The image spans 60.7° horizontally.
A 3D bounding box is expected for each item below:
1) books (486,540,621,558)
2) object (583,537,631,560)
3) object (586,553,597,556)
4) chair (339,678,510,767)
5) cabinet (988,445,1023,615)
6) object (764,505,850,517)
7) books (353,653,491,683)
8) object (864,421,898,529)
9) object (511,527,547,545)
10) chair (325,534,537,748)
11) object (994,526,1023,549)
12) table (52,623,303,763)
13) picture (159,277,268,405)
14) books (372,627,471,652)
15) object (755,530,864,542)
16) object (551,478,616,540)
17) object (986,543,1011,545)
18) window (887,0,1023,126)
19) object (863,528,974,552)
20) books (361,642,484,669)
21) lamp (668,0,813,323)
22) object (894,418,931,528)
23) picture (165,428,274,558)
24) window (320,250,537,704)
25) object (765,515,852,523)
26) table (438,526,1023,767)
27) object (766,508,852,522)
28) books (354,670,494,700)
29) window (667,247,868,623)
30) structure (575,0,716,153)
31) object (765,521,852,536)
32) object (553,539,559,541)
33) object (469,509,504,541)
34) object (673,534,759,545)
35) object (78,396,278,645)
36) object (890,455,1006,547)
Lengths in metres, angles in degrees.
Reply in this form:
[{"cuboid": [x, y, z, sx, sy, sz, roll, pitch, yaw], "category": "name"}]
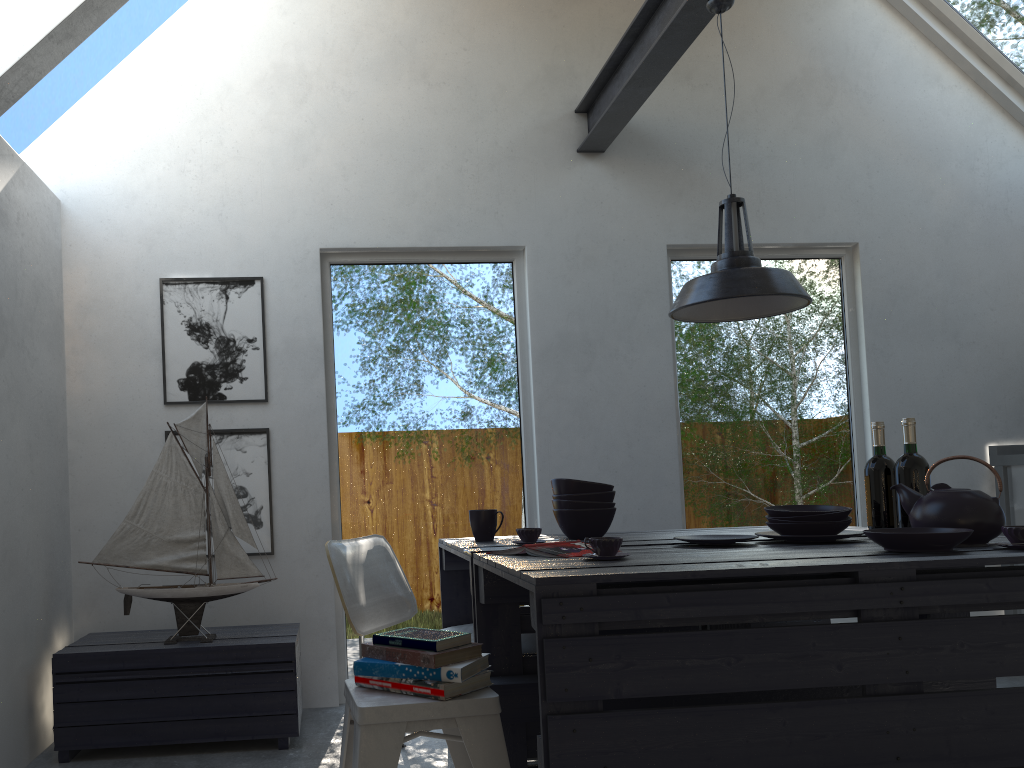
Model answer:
[{"cuboid": [0.112, 0.455, 2.431, 0.210, 0.030, 0.325, 4, -9, -41], "category": "books"}, {"cuboid": [0.233, 0.405, 2.163, 0.116, 0.056, 0.117, -2, -6, -1], "category": "object"}, {"cuboid": [0.209, 0.427, 2.199, 0.029, 0.013, 0.128, -4, -7, 15], "category": "object"}, {"cuboid": [-0.218, 0.994, 2.135, 0.427, 0.502, 0.433, -1, -4, -14], "category": "chair"}, {"cuboid": [2.954, 0.482, 2.927, 0.558, 1.470, 2.918, -2, -6, -12], "category": "cabinet"}, {"cuboid": [0.857, 0.383, 2.543, 0.226, 0.058, 0.234, -1, -7, -9], "category": "object"}, {"cuboid": [-0.219, 0.690, 2.155, 0.299, 0.033, 0.189, -5, -7, 23], "category": "books"}, {"cuboid": [1.120, 0.286, 2.652, 0.096, 0.343, 0.086, -4, -3, 30], "category": "object"}, {"cuboid": [0.055, 0.485, 2.792, 0.112, 0.056, 0.121, 0, -6, -21], "category": "object"}, {"cuboid": [-0.221, 0.934, 3.014, 0.810, 0.816, 0.666, -4, -4, 22], "category": "chair"}, {"cuboid": [1.198, 0.358, 2.050, 0.113, 0.056, 0.120, 0, -6, -16], "category": "object"}, {"cuboid": [-1.334, 1.246, 3.596, 0.915, 0.413, 0.534, -1, -5, -7], "category": "table"}, {"cuboid": [-1.374, -0.200, 4.035, 0.466, 0.581, 0.026, -2, -2, -5], "category": "picture"}, {"cuboid": [-0.222, 0.629, 2.159, 0.218, 0.025, 0.135, -7, -8, 38], "category": "books"}, {"cuboid": [0.862, 0.442, 2.534, 0.310, 0.024, 0.283, -5, -7, 23], "category": "object"}, {"cuboid": [0.250, 0.432, 3.038, 0.211, 0.213, 0.197, -2, -4, -7], "category": "object"}, {"cuboid": [1.172, 0.372, 2.021, 0.134, 0.013, 0.027, -3, -6, 6], "category": "object"}, {"cuboid": [2.334, -1.711, 3.998, 1.467, 1.391, 0.847, -2, -3, -7], "category": "window"}, {"cuboid": [0.964, 0.371, 2.082, 0.243, 0.047, 0.217, -6, -8, 32], "category": "object"}, {"cuboid": [-0.223, 0.658, 2.162, 0.271, 0.032, 0.164, -8, -9, 42], "category": "books"}, {"cuboid": [0.696, -0.780, 2.813, 0.424, 1.092, 0.440, -2, -3, -9], "category": "lamp"}, {"cuboid": [1.156, 0.270, 2.525, 0.096, 0.343, 0.087, -3, -3, 25], "category": "object"}, {"cuboid": [-1.339, 0.500, 4.009, 0.466, 0.581, 0.026, -2, -2, -5], "category": "picture"}, {"cuboid": [-0.383, 0.428, 4.181, 0.974, 2.120, 0.060, -2, -2, -5], "category": "window"}, {"cuboid": [0.859, 0.406, 2.534, 0.228, 0.063, 0.231, -2, -6, -4], "category": "object"}, {"cuboid": [0.643, 0.866, 2.605, 1.485, 0.793, 1.637, -1, -6, -9], "category": "table"}, {"cuboid": [0.861, 0.394, 2.537, 0.227, 0.063, 0.232, -2, -6, -4], "category": "object"}, {"cuboid": [-0.218, 0.724, 2.154, 0.303, 0.035, 0.186, -7, -8, 38], "category": "books"}, {"cuboid": [1.265, 0.387, 4.327, 0.974, 2.120, 0.060, -2, -2, -5], "category": "window"}, {"cuboid": [0.439, -1.260, 3.922, 0.134, 0.207, 2.582, -1, -7, -12], "category": "structure"}, {"cuboid": [0.859, 0.422, 2.535, 0.243, 0.047, 0.217, -6, -8, 32], "category": "object"}, {"cuboid": [0.094, 0.502, 2.805, 0.139, 0.013, 0.026, -6, -7, 29], "category": "object"}, {"cuboid": [-0.095, 0.499, 3.085, 0.097, 0.109, 0.134, -1, -5, -18], "category": "object"}, {"cuboid": [0.588, 0.451, 2.526, 0.233, 0.019, 0.237, -2, -7, -4], "category": "object"}, {"cuboid": [-1.358, 0.544, 3.543, 0.781, 0.986, 0.142, -2, -2, -5], "category": "object"}, {"cuboid": [1.141, 0.301, 2.256, 0.216, 0.231, 0.215, -2, -4, -7], "category": "object"}]
